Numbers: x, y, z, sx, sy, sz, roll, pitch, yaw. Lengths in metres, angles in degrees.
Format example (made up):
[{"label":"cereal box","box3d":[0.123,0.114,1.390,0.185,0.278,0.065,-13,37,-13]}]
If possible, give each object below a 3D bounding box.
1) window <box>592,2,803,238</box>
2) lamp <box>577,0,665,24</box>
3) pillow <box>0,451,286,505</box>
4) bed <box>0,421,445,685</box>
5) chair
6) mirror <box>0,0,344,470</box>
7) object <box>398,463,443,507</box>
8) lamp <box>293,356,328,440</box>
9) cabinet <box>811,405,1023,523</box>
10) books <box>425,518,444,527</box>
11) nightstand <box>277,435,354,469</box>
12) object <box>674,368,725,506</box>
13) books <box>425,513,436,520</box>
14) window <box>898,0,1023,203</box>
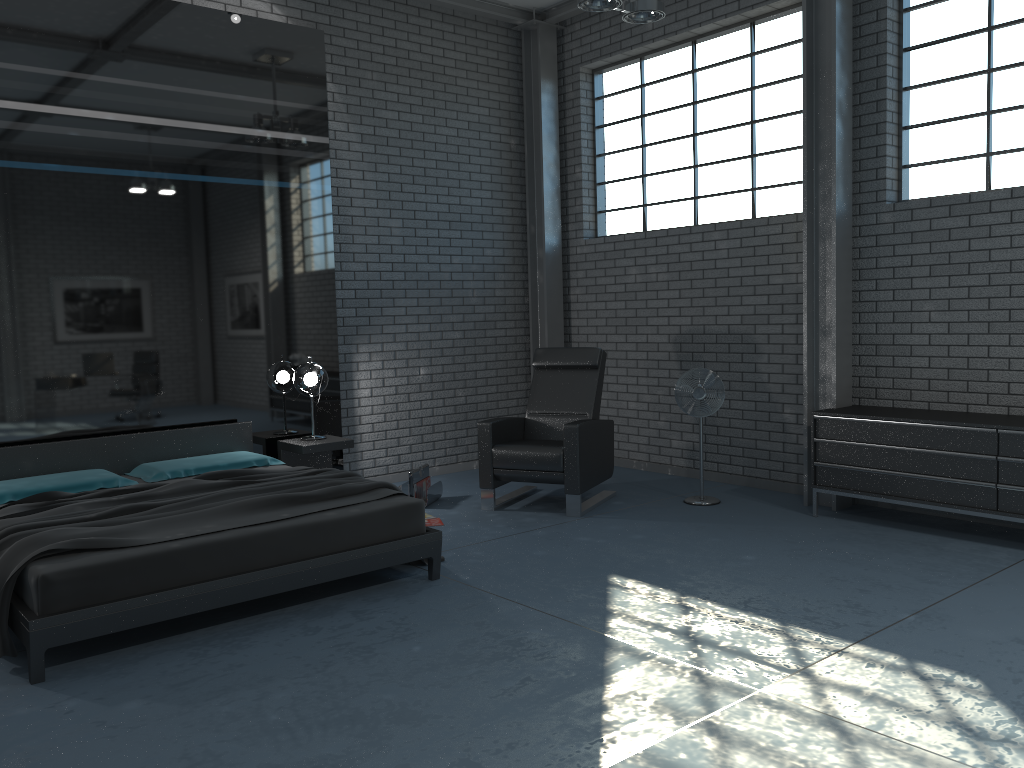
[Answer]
[{"label":"window","box3d":[1.473,-2.002,7.126,0.100,1.500,2.200,-5,6,-39]},{"label":"lamp","box3d":[0.640,-2.643,5.226,0.639,0.872,0.300,-5,6,-39]},{"label":"pillow","box3d":[-2.334,0.564,5.430,1.810,0.115,0.567,-5,6,-39]},{"label":"bed","box3d":[-1.753,0.707,4.870,2.290,0.674,2.261,-5,6,-39]},{"label":"chair","box3d":[0.291,0.299,6.405,0.763,1.099,0.940,0,5,25]},{"label":"mirror","box3d":[-2.668,-0.760,5.668,3.400,3.500,0.050,-5,6,-39]},{"label":"object","box3d":[-0.673,0.742,6.469,0.236,0.271,0.352,-1,5,14]},{"label":"lamp","box3d":[-1.444,0.093,6.406,0.259,0.596,0.250,-4,5,-31]},{"label":"cabinet","box3d":[2.838,0.545,5.002,0.510,0.682,2.250,-5,6,-39]},{"label":"books","box3d":[-0.609,0.918,5.856,0.300,0.005,0.214,-2,5,-9]},{"label":"nightstand","box3d":[-1.402,0.651,6.377,0.400,0.501,0.400,-5,6,-39]},{"label":"object","box3d":[1.325,0.357,6.212,0.342,0.954,0.258,0,5,16]},{"label":"books","box3d":[-0.674,0.902,6.048,0.219,0.011,0.297,-4,5,-28]},{"label":"window","box3d":[3.263,-1.883,4.976,0.100,1.500,2.200,-5,6,-39]}]
